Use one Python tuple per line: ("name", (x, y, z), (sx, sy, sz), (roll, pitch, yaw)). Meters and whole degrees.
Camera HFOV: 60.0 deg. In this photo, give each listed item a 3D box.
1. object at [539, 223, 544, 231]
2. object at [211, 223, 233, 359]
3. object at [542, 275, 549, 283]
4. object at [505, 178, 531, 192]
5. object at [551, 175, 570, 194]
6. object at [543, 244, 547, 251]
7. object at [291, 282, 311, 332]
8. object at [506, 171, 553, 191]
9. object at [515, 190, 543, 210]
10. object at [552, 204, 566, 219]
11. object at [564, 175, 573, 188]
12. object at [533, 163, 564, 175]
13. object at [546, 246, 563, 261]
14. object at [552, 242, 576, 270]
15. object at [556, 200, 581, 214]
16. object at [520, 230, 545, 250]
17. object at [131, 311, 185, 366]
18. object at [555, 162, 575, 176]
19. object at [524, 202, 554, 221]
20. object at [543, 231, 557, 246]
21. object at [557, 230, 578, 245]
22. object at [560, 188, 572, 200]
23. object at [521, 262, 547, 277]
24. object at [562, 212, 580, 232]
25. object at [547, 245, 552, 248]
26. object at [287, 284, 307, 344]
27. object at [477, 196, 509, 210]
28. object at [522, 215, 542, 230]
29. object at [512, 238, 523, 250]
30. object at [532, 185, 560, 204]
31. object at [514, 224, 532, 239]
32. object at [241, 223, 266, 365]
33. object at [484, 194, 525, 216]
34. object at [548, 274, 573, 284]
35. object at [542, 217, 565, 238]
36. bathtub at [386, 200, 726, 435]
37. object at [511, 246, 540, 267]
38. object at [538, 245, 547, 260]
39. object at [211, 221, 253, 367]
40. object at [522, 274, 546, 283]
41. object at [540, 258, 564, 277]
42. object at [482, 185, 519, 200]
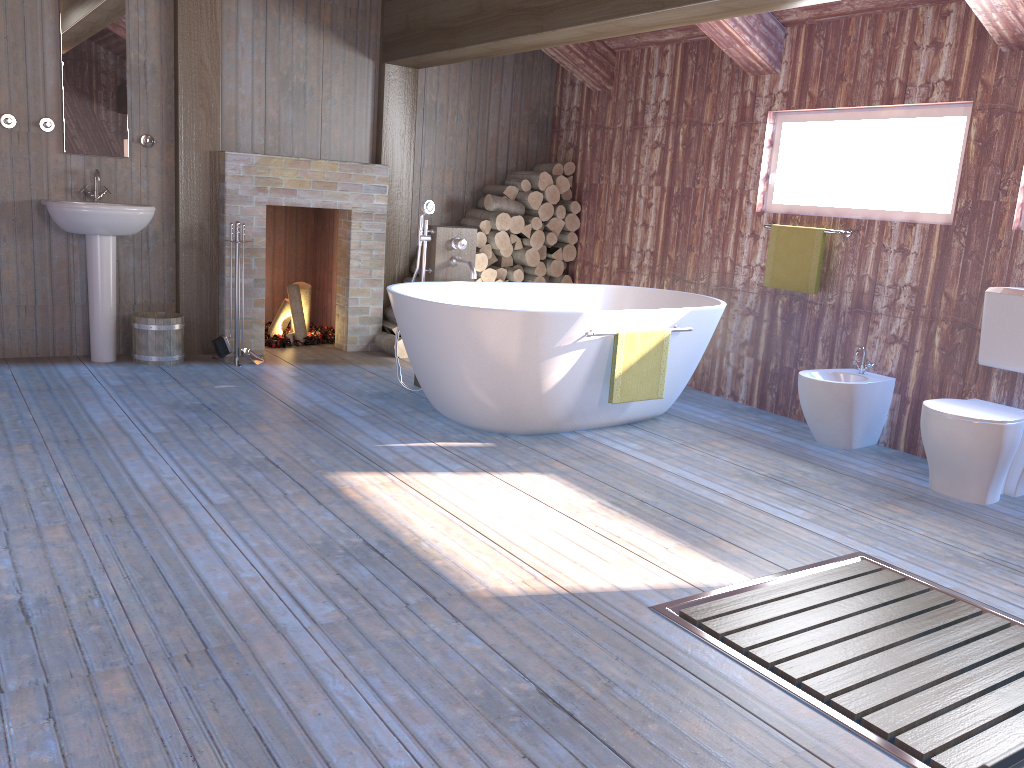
("object", (0.134, -1.191, 6.774), (0.095, 0.090, 0.278), (-3, 14, -32))
("object", (-1.794, -0.575, 5.505), (0.062, 0.846, 0.136), (13, 15, 36))
("object", (0.151, -0.831, 7.030), (0.118, 0.106, 0.319), (-5, 15, -36))
("object", (0.045, -1.492, 6.649), (0.094, 0.097, 0.227), (-4, 14, -33))
("object", (0.261, -1.539, 6.822), (0.133, 0.142, 0.456), (-4, 14, -32))
("object", (0.194, -1.059, 6.860), (0.065, 0.069, 0.177), (-4, 14, -34))
("object", (-1.595, -0.543, 6.697), (0.140, 0.459, 0.266), (1, 12, -16))
("object", (0.131, -1.544, 6.730), (0.135, 0.139, 0.456), (-4, 14, -32))
("object", (0.049, -1.404, 6.710), (0.139, 0.148, 0.458), (-4, 14, -33))
("object", (0.253, -1.339, 6.841), (0.089, 0.106, 0.437), (-4, 14, -32))
("object", (0.355, -1.588, 6.912), (0.081, 0.100, 0.281), (-4, 14, -33))
("object", (0.276, -1.639, 6.825), (0.104, 0.121, 0.270), (-4, 14, -32))
("object", (0.232, -1.038, 6.907), (0.115, 0.112, 0.423), (-4, 14, -33))
("object", (0.319, -1.002, 6.988), (0.137, 0.256, 0.439), (-4, 14, -33))
("object", (0.365, -1.389, 6.906), (0.102, 0.109, 0.438), (-4, 14, -33))
("object", (0.073, -1.114, 6.779), (0.136, 0.157, 0.439), (-4, 14, -33))
("object", (-2.183, -0.282, 5.476), (0.309, 0.290, 0.308), (-1, 13, -24))
("object", (0.366, -1.668, 6.880), (0.112, 0.113, 0.271), (-4, 14, -33))
("object", (0.134, -1.319, 6.769), (0.143, 0.151, 0.440), (-4, 14, -33))
("object", (0.183, -1.142, 6.844), (0.102, 0.109, 0.438), (-4, 14, -33))
("object", (0.345, -1.163, 6.952), (0.102, 0.109, 0.438), (-4, 14, -33))
("object", (0.349, -1.490, 6.915), (0.107, 0.115, 0.269), (-3, 14, -32))
("object", (0.132, -0.902, 6.844), (0.114, 0.113, 0.301), (-5, 15, -36))
("object", (0.344, -1.279, 6.925), (0.147, 0.152, 0.439), (-4, 14, -33))
("object", (0.245, -1.098, 6.885), (0.067, 0.069, 0.177), (-4, 14, -33))
("object", (-1.559, -0.503, 6.450), (0.098, 0.434, 0.283), (-4, 15, -35))
("object", (-0.140, -1.355, 6.689), (0.113, 0.130, 0.291), (-4, 14, -32))
("object", (0.066, -1.237, 6.737), (0.102, 0.109, 0.438), (-4, 14, -33))
("object", (-0.020, -1.077, 6.730), (0.085, 0.096, 0.280), (-4, 14, -33))
("object", (0.177, -1.454, 6.763), (0.141, 0.143, 0.437), (-4, 15, -35))
("object", (-0.014, -1.163, 6.703), (0.109, 0.124, 0.424), (-4, 14, -34))
("object", (-1.666, -0.569, 5.579), (0.206, 0.871, 0.126), (6, 12, 8))
("object", (-0.054, -1.307, 6.516), (0.302, 0.157, 0.121), (-4, 14, -33))
("object", (0.290, -0.822, 7.029), (0.139, 0.137, 0.455), (-4, 15, -35))
("object", (0.201, -1.229, 6.872), (0.172, 0.151, 0.482), (-3, 14, -32))
("bathtub", (0.289, -0.369, 4.778), (1.935, 1.109, 1.460), (2, 12, -12))
("object", (0.029, -0.990, 6.781), (0.141, 0.143, 0.437), (-4, 15, -35))
("object", (0.135, -1.029, 6.826), (0.111, 0.118, 0.302), (-4, 14, -34))
("object", (-1.764, -0.580, 5.588), (0.276, 0.888, 0.333), (6, 12, 8))
("object", (0.128, -0.796, 6.863), (0.116, 0.117, 0.289), (-5, 15, -36))
("object", (0.219, -0.926, 6.937), (0.137, 0.133, 0.437), (-4, 15, -35))
("object", (-0.091, -1.441, 6.702), (0.140, 0.121, 0.319), (-3, 14, -32))
